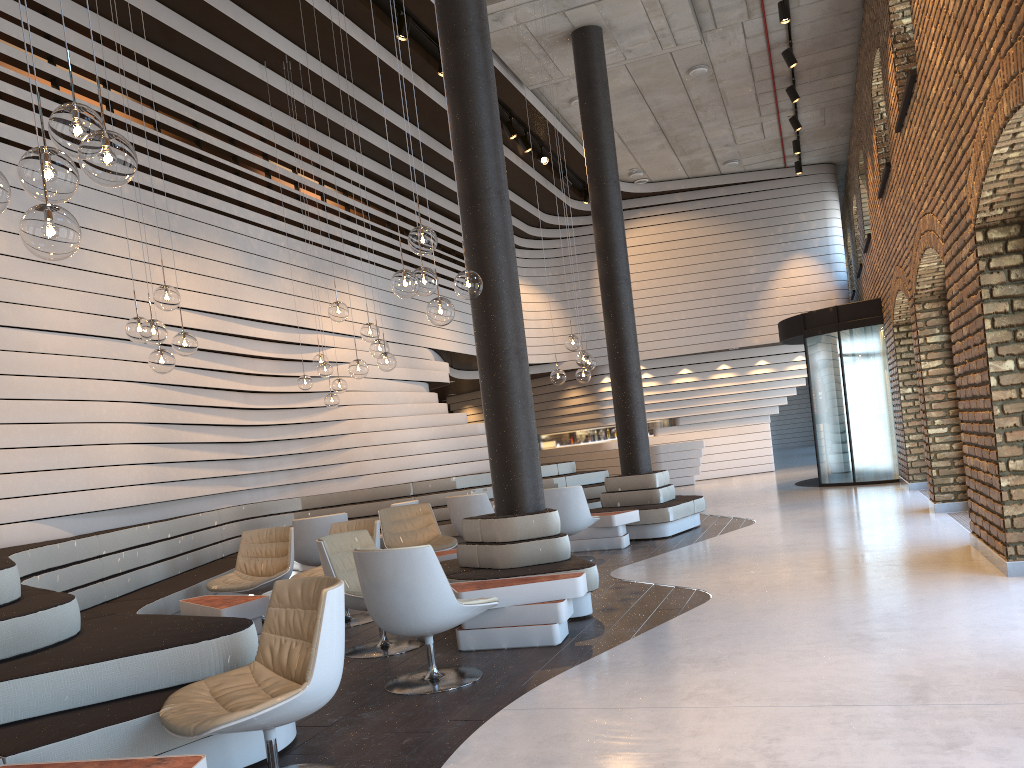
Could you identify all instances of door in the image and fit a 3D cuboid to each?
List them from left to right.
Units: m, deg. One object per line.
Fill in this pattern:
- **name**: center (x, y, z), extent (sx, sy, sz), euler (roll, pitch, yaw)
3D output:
- **door**: center (-3.618, 1.547, 13.161), extent (0.978, 2.110, 0.161), euler (-6, 2, 20)
- **door**: center (-1.647, 1.740, 22.982), extent (1.788, 2.707, 0.078), euler (-7, 2, 25)
- **door**: center (6.248, 0.169, 14.693), extent (3.234, 2.857, 3.222), euler (-8, -2, 26)

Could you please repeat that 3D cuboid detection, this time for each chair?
- **chair**: center (-2.107, 1.598, 7.255), extent (0.663, 0.768, 0.703), euler (-7, -1, 27)
- **chair**: center (-0.949, 1.169, 3.340), extent (0.702, 0.768, 0.664), euler (-6, -1, -33)
- **chair**: center (-1.934, 1.695, 8.842), extent (0.650, 0.768, 0.717), euler (-6, -1, -26)
- **chair**: center (-1.341, 1.479, 6.883), extent (0.664, 0.768, 0.702), euler (-7, -1, 40)
- **chair**: center (-0.865, 1.336, 5.728), extent (0.716, 0.768, 0.651), euler (-7, -1, 23)
- **chair**: center (-1.337, 1.685, 9.666), extent (0.716, 0.768, 0.651), euler (-7, -1, 19)
- **chair**: center (-0.896, 1.539, 8.402), extent (0.649, 0.768, 0.718), euler (-6, -1, -30)
- **chair**: center (-0.460, 1.215, 4.749), extent (0.664, 0.768, 0.702), euler (-7, -1, 37)
- **chair**: center (-0.339, 1.568, 9.691), extent (0.664, 0.768, 0.702), euler (-7, -1, 36)
- **chair**: center (0.531, 1.405, 8.896), extent (0.662, 0.768, 0.705), euler (-7, -1, 20)

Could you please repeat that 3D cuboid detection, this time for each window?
- **window**: center (4.231, 0.006, 7.899), extent (0.131, 2.540, 2.337), euler (-6, -1, 19)

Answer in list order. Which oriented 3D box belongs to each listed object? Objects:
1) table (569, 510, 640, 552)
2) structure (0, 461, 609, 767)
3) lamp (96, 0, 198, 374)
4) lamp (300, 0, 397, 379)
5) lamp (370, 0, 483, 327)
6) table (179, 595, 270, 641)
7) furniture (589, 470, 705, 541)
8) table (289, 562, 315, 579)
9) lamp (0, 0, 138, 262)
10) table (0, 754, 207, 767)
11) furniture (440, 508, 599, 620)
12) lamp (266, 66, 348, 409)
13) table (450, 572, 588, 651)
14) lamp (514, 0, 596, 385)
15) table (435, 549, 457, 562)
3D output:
- **table**: center (0.913, 1.611, 9.599), extent (0.913, 0.371, 0.410), euler (-8, -2, 22)
- **structure**: center (-2.622, 1.503, 6.250), extent (5.810, 0.928, 18.116), euler (-8, -4, 15)
- **lamp**: center (-2.514, -2.397, 5.722), extent (0.295, 4.685, 0.540), euler (-6, 2, 14)
- **lamp**: center (-1.495, -2.407, 7.348), extent (0.312, 4.751, 0.654), euler (-6, 2, 28)
- **lamp**: center (-0.689, -2.667, 5.025), extent (0.546, 4.685, 0.292), euler (-7, 2, 5)
- **table**: center (-2.001, 1.710, 6.265), extent (0.409, 0.371, 0.917), euler (-6, -3, -38)
- **furniture**: center (1.644, 1.411, 10.434), extent (1.752, 0.723, 1.290), euler (-4, -4, -35)
- **table**: center (-2.173, 2.008, 9.997), extent (0.896, 0.371, 0.418), euler (-5, -2, -33)
- **lamp**: center (-1.676, -2.669, 2.649), extent (0.540, 4.638, 0.276), euler (-7, 2, -18)
- **table**: center (-1.244, 1.351, 2.642), extent (0.915, 0.371, 0.409), euler (-9, -2, 27)
- **furniture**: center (-0.171, 1.342, 6.593), extent (1.269, 0.723, 1.781), euler (-6, -3, -10)
- **lamp**: center (-2.270, -2.078, 9.401), extent (0.528, 4.724, 0.334), euler (-7, 2, -18)
- **table**: center (0.005, 1.410, 5.434), extent (0.910, 0.371, 0.411), euler (-8, -2, 13)
- **lamp**: center (0.886, -1.947, 14.851), extent (9.103, 4.619, 41.643), euler (-8, -4, 19)
- **table**: center (-0.482, 1.635, 7.684), extent (0.896, 0.371, 0.418), euler (-5, -2, -33)
